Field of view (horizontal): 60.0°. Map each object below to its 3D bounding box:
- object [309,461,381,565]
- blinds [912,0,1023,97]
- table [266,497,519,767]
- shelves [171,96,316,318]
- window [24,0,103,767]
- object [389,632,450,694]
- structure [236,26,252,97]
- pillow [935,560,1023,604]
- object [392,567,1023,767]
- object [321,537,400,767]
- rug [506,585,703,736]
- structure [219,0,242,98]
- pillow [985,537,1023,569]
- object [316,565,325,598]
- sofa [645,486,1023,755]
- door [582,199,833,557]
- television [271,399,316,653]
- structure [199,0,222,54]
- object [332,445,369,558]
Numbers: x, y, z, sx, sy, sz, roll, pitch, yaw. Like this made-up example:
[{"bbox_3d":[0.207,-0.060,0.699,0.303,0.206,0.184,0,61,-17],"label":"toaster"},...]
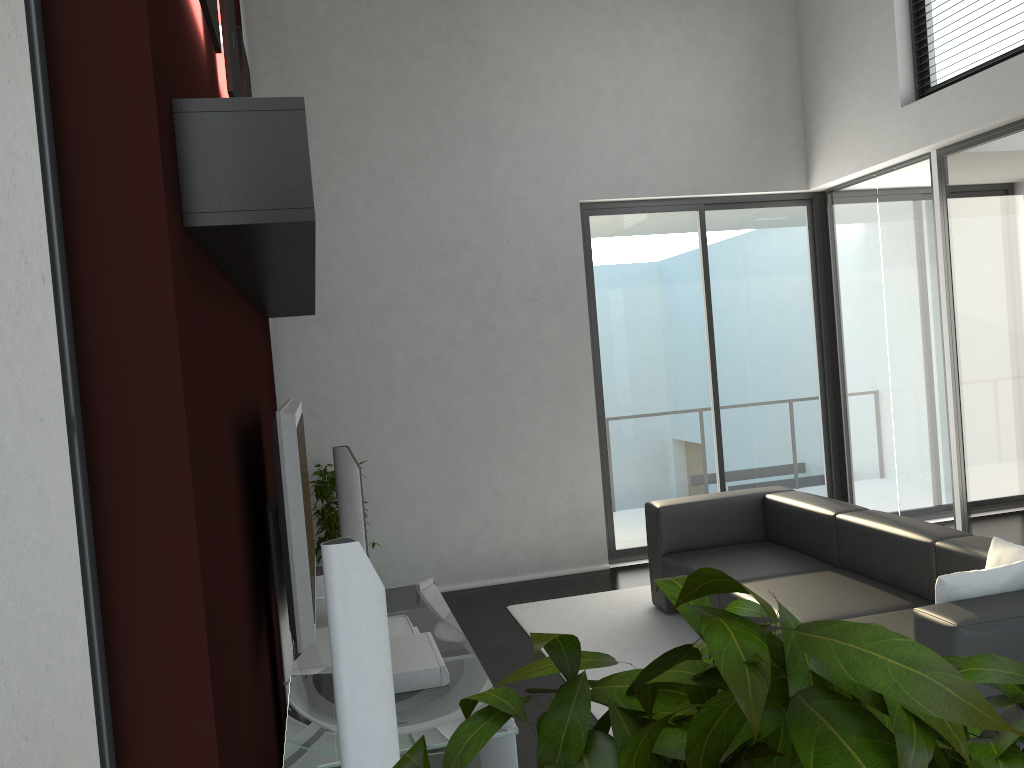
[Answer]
[{"bbox_3d":[-1.109,0.998,5.703,0.507,1.068,0.599,-6,2,-28],"label":"object"},{"bbox_3d":[2.697,-2.528,5.179,0.048,1.372,1.076,-5,2,-12],"label":"blinds"},{"bbox_3d":[-0.585,1.004,3.738,0.771,1.093,2.046,-5,2,-12],"label":"table"},{"bbox_3d":[-0.658,-0.533,2.210,0.305,0.301,6.988,-5,2,-12],"label":"shelves"},{"bbox_3d":[-0.862,-0.609,1.345,0.025,4.400,0.800,-5,2,-12],"label":"window"},{"bbox_3d":[-0.410,1.079,3.443,0.273,0.073,0.439,-5,2,-12],"label":"object"},{"bbox_3d":[-1.472,-1.509,4.906,0.055,0.676,0.678,-5,2,-12],"label":"structure"},{"bbox_3d":[1.647,0.813,3.150,0.376,0.358,0.186,-5,2,-11],"label":"pillow"},{"bbox_3d":[0.242,0.827,0.415,0.646,1.515,0.994,-5,2,-21],"label":"object"},{"bbox_3d":[-0.379,0.981,2.373,0.215,1.141,0.228,-6,2,-27],"label":"object"},{"bbox_3d":[1.268,1.381,4.137,1.875,0.009,3.695,-5,2,-12],"label":"rug"},{"bbox_3d":[-1.232,-1.495,3.824,0.055,0.676,0.678,-5,2,-12],"label":"structure"},{"bbox_3d":[1.887,0.788,3.305,0.169,0.361,0.376,-5,2,-11],"label":"pillow"},{"bbox_3d":[-1.013,1.281,4.885,0.323,0.518,0.286,-5,2,-13],"label":"object"},{"bbox_3d":[1.568,1.009,4.211,0.943,0.652,2.781,-5,2,-12],"label":"sofa"},{"bbox_3d":[1.547,-0.079,6.827,1.900,2.600,0.050,-5,2,-12],"label":"door"},{"bbox_3d":[-0.888,0.483,3.639,0.099,0.807,1.436,-5,2,-12],"label":"television"},{"bbox_3d":[-0.992,-1.481,2.742,0.055,0.676,0.678,-5,2,-12],"label":"structure"},{"bbox_3d":[-0.935,0.936,5.270,0.215,1.141,0.228,-5,2,3],"label":"object"}]
